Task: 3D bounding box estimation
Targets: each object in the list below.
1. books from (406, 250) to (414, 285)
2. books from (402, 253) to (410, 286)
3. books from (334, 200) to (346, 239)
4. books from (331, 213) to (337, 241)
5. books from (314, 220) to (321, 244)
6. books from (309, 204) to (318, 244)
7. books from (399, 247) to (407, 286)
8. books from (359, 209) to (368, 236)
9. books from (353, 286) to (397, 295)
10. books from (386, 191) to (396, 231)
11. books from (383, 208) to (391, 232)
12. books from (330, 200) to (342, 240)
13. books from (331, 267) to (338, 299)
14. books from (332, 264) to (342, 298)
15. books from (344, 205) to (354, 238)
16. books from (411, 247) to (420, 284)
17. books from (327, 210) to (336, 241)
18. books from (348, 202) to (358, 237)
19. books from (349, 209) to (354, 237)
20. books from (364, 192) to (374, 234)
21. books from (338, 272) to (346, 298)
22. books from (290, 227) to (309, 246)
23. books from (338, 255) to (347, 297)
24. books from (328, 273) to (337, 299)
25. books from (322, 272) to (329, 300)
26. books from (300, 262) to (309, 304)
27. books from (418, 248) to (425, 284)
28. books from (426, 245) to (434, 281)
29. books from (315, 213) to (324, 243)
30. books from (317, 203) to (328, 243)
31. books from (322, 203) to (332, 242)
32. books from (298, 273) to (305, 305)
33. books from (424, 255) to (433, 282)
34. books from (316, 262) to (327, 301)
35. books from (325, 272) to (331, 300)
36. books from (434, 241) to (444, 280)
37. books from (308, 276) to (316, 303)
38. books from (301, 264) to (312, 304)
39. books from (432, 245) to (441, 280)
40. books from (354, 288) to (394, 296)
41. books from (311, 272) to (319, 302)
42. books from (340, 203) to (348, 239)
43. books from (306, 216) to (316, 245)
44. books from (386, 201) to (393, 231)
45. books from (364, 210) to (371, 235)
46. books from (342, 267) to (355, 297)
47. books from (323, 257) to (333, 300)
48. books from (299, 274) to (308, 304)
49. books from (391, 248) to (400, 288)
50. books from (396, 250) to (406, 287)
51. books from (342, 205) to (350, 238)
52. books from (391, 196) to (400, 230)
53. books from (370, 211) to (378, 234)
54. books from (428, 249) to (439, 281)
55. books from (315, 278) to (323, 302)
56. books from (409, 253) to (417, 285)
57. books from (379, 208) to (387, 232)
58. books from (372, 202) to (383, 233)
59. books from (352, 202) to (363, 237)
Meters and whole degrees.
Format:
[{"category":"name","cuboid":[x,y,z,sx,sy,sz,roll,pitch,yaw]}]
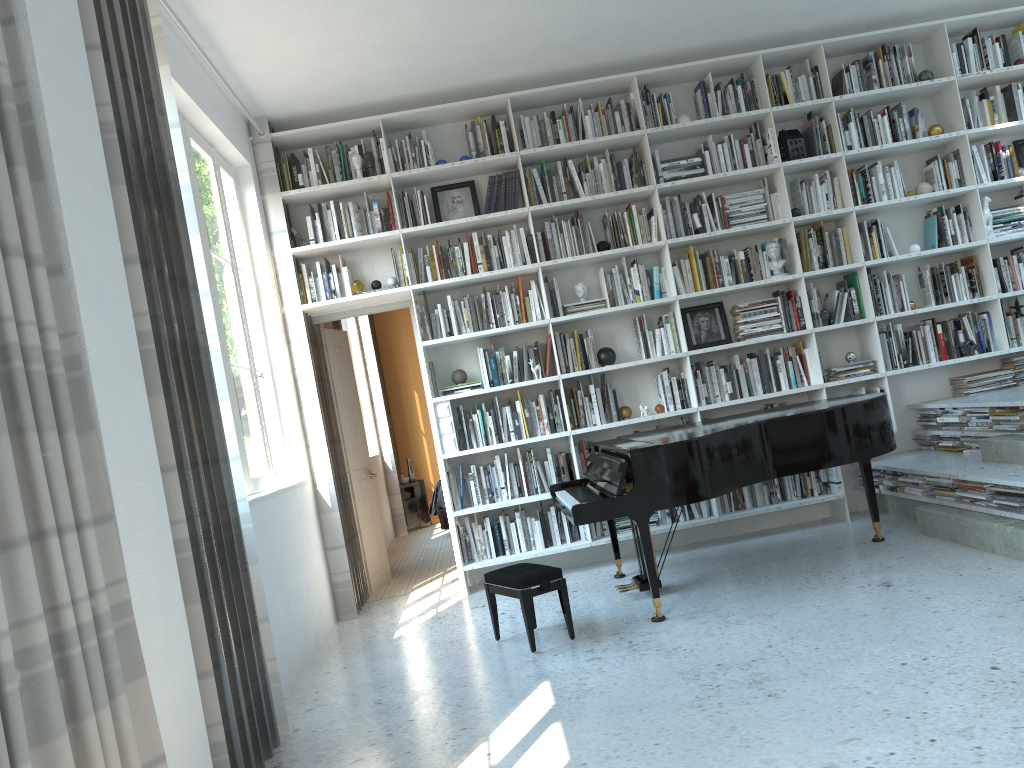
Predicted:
[{"category":"books","cuboid":[-0.669,-0.748,5.894,0.012,0.254,0.161,-10,-1,-3]},{"category":"books","cuboid":[-0.689,-0.731,5.850,0.021,0.224,0.232,-10,-1,-3]},{"category":"books","cuboid":[-1.126,-1.056,5.875,0.037,0.291,0.155,-10,-1,-3]},{"category":"books","cuboid":[-1.162,-1.008,5.869,0.010,0.208,0.165,-10,-1,-3]},{"category":"books","cuboid":[-1.274,-0.978,5.883,0.024,0.192,0.138,-10,-1,-3]},{"category":"books","cuboid":[-1.300,-1.027,5.871,0.011,0.296,0.162,-10,-1,-3]},{"category":"books","cuboid":[-0.711,-0.757,5.886,0.010,0.286,0.137,-10,-1,-3]},{"category":"books","cuboid":[-0.976,-1.043,5.888,0.028,0.212,0.138,-10,-1,-3]},{"category":"books","cuboid":[-0.898,-0.608,5.877,0.285,0.012,0.159,-10,-2,0]},{"category":"books","cuboid":[-0.796,-1.118,5.891,0.014,0.294,0.173,-10,-1,-3]},{"category":"books","cuboid":[-0.820,-1.060,5.886,0.026,0.188,0.154,-10,-1,-3]},{"category":"books","cuboid":[-1.153,-1.049,5.854,0.021,0.286,0.179,-10,-1,-3]},{"category":"books","cuboid":[-1.157,-0.649,5.864,0.010,0.234,0.165,-10,-1,-3]},{"category":"books","cuboid":[-1.141,-0.654,5.840,0.021,0.237,0.188,-10,-1,-3]},{"category":"books","cuboid":[-1.068,-1.043,5.869,0.021,0.244,0.173,-10,-1,-3]},{"category":"books","cuboid":[-0.635,-0.760,5.878,0.012,0.263,0.180,-10,-1,-3]},{"category":"books","cuboid":[-1.182,-1.019,5.879,0.024,0.239,0.155,-10,-1,-3]},{"category":"books","cuboid":[-1.036,-1.058,5.869,0.025,0.261,0.167,-10,-1,-3]},{"category":"books","cuboid":[-1.052,-1.038,5.899,0.011,0.231,0.135,-10,-1,-3]},{"category":"books","cuboid":[-0.936,-1.097,5.875,0.012,0.303,0.189,-10,-1,-3]},{"category":"books","cuboid":[-1.113,-0.634,5.881,0.029,0.191,0.134,-10,-1,-3]},{"category":"books","cuboid":[-1.389,-0.949,5.874,0.121,0.175,0.129,-10,-1,-3]},{"category":"books","cuboid":[-1.102,-0.692,5.863,0.013,0.298,0.179,-10,-1,-3]},{"category":"books","cuboid":[-1.170,-0.625,5.856,0.024,0.193,0.181,-10,-1,-3]},{"category":"books","cuboid":[-1.220,-0.626,5.879,0.023,0.214,0.140,-10,-1,-3]},{"category":"books","cuboid":[-1.357,-0.646,5.872,0.013,0.303,0.135,-10,-1,-3]},{"category":"books","cuboid":[-0.599,-0.763,5.896,0.062,0.258,0.153,-10,-1,-3]},{"category":"books","cuboid":[-0.538,-0.777,5.891,0.010,0.262,0.151,-10,-1,-3]},{"category":"books","cuboid":[-1.253,-1.001,5.858,0.022,0.228,0.171,-10,-1,-3]},{"category":"books","cuboid":[-1.236,-1.032,5.855,0.023,0.282,0.186,-10,-1,-3]},{"category":"books","cuboid":[-1.212,-1.038,5.879,0.028,0.288,0.132,-10,-1,-3]},{"category":"books","cuboid":[-1.375,-0.606,5.847,0.013,0.228,0.179,-10,-1,-3]},{"category":"books","cuboid":[-0.549,-0.741,5.873,0.026,0.195,0.175,-10,-1,-3]},{"category":"books","cuboid":[-1.248,-0.656,5.862,0.022,0.281,0.156,-10,-1,-3]},{"category":"books","cuboid":[-1.201,-0.626,5.859,0.011,0.206,0.163,-10,-1,-3]},{"category":"books","cuboid":[-0.482,-0.797,5.891,0.020,0.281,0.164,-10,-1,-3]},{"category":"books","cuboid":[-1.304,-0.603,5.858,0.029,0.197,0.160,-10,-1,-3]},{"category":"books","cuboid":[-1.336,-0.640,5.850,0.023,0.281,0.170,-10,-1,-3]},{"category":"books","cuboid":[-0.495,-0.780,5.887,0.014,0.252,0.187,-10,-1,-3]},{"category":"books","cuboid":[-0.896,-0.596,5.874,0.285,0.012,0.159,-10,-2,-5]},{"category":"books","cuboid":[-1.286,-0.618,5.851,0.010,0.220,0.181,-10,-1,-3]},{"category":"books","cuboid":[-1.099,-1.050,5.868,0.013,0.268,0.162,-10,-1,-3]},{"category":"books","cuboid":[-1.316,-0.984,5.867,0.034,0.218,0.166,-10,-1,-3]},{"category":"books","cuboid":[-0.805,-1.086,5.902,0.014,0.235,0.144,-10,-1,-3]},{"category":"books","cuboid":[-0.947,-1.041,5.898,0.029,0.197,0.144,-10,-1,-3]},{"category":"books","cuboid":[-1.073,-0.653,5.850,0.029,0.211,0.187,-10,-1,-3]},{"category":"books","cuboid":[-1.197,-0.674,5.843,0.013,0.297,0.187,-10,-1,-3]},{"category":"books","cuboid":[-1.361,-0.605,5.848,0.013,0.222,0.162,-10,-1,-3]},{"category":"books","cuboid":[-0.765,-0.747,5.878,0.012,0.285,0.159,-10,-1,-3]},{"category":"books","cuboid":[-0.737,-0.743,5.900,0.044,0.269,0.134,-10,-1,-3]},{"category":"books","cuboid":[-1.085,-1.042,5.868,0.012,0.249,0.192,-10,-1,-3]},{"category":"books","cuboid":[-0.770,-1.110,5.907,0.037,0.268,0.113,-10,-1,-3]},{"category":"books","cuboid":[-0.905,-1.041,5.890,0.031,0.182,0.151,-10,-1,-3]},{"category":"books","cuboid":[-0.515,-0.765,5.887,0.030,0.230,0.172,-10,-1,-3]},{"category":"books","cuboid":[-1.265,-0.603,5.877,0.029,0.185,0.134,-10,-1,-3]},{"category":"books","cuboid":[-0.650,-0.741,5.886,0.022,0.232,0.151,-10,-1,-3]},{"category":"books","cuboid":[-0.848,-1.058,5.900,0.029,0.195,0.146,-10,-1,-3]},{"category":"books","cuboid":[-0.878,-1.071,5.870,0.029,0.229,0.191,-10,-1,-3]},{"category":"books","cuboid":[-1.008,-1.058,5.869,0.030,0.251,0.166,-10,-1,-3]}]
